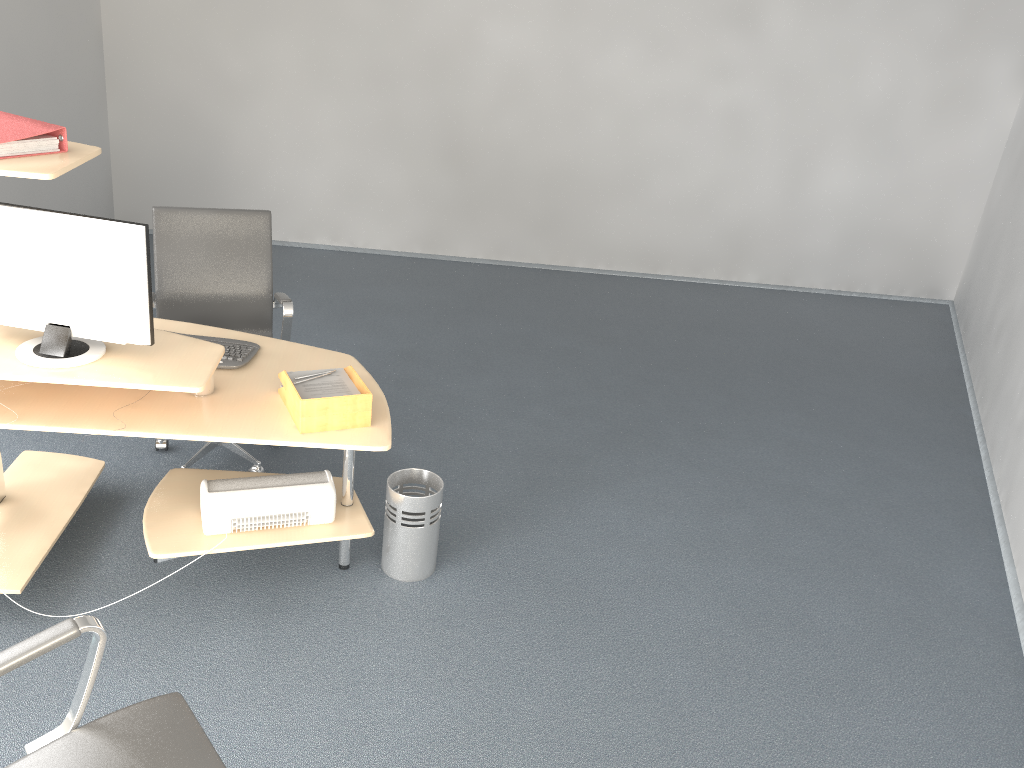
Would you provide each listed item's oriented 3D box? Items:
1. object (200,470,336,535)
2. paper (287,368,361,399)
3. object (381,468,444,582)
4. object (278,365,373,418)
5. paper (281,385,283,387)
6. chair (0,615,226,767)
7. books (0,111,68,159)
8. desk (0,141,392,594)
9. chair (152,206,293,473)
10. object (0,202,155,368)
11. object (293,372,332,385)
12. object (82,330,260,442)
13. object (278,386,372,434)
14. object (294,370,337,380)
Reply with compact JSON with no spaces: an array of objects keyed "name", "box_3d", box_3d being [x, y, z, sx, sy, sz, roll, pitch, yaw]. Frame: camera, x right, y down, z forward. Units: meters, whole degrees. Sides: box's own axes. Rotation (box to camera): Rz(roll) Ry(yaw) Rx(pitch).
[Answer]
[{"name":"object","box_3d":[-0.866,0.360,3.119,0.438,0.162,0.351,-3,26,-21]},{"name":"paper","box_3d":[-0.610,0.018,2.875,0.210,0.010,0.297,-5,27,-26]},{"name":"object","box_3d":[-0.376,0.532,3.327,0.208,0.377,0.208,23,29,32]},{"name":"object","box_3d":[-0.608,0.003,2.867,0.225,0.060,0.309,-5,27,-26]},{"name":"paper","box_3d":[-0.616,0.065,2.896,0.210,0.019,0.297,-5,27,-26]},{"name":"chair","box_3d":[-0.846,0.846,1.636,0.652,1.048,0.584,-13,31,-38]},{"name":"books","box_3d":[-1.476,-0.706,2.496,0.320,0.072,0.262,18,26,22]},{"name":"desk","box_3d":[-1.133,-0.101,3.041,1.469,1.566,0.967,4,24,-7]},{"name":"chair","box_3d":[-1.249,-0.153,3.765,0.584,1.048,0.652,-2,25,-20]},{"name":"object","box_3d":[-1.354,-0.289,2.613,0.516,0.418,0.245,13,24,13]},{"name":"object","box_3d":[-0.656,-0.020,2.927,0.008,0.009,0.159,24,29,34]},{"name":"object","box_3d":[-1.181,-0.001,2.953,0.478,0.082,0.814,7,24,0]},{"name":"object","box_3d":[-0.614,0.054,2.890,0.225,0.060,0.309,-5,27,-26]},{"name":"object","box_3d":[-0.653,-0.032,2.954,0.159,0.009,0.008,-14,32,-40]}]
